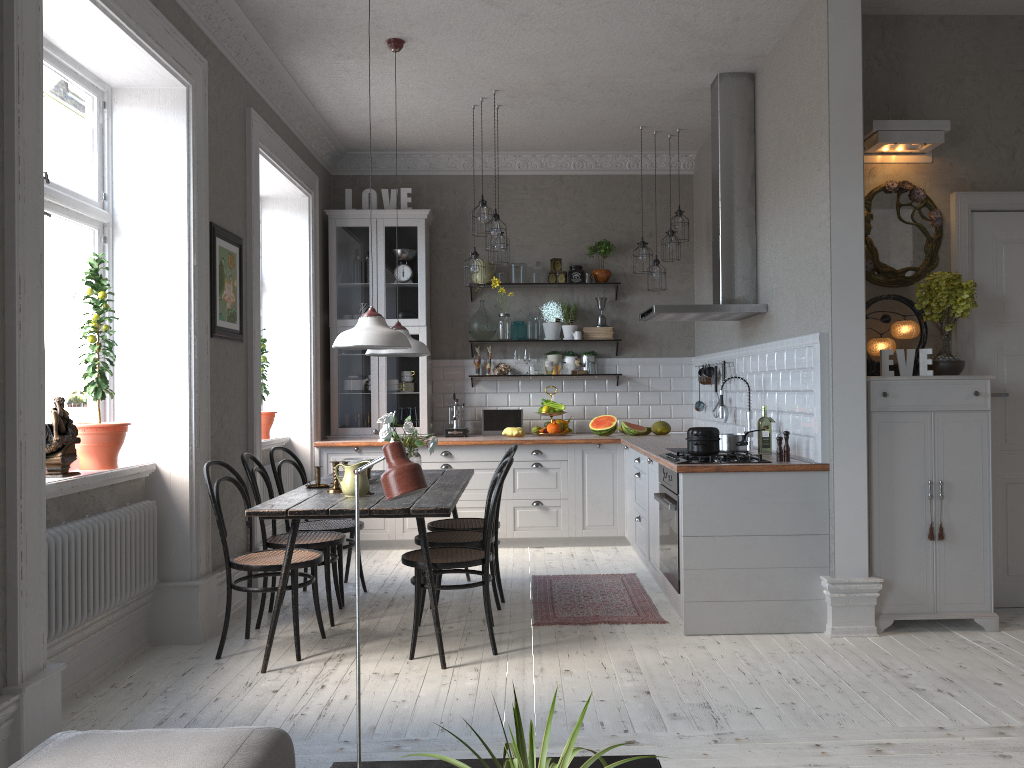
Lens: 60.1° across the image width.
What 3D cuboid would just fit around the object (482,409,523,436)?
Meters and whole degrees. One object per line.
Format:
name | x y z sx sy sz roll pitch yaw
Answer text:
object | -0.080 0.329 7.533 0.352 0.226 0.088 -1 0 -2

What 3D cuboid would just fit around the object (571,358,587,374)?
object | 0.588 -0.155 7.670 0.121 0.147 0.099 0 0 -33

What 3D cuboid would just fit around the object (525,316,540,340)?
object | 0.179 -0.478 7.646 0.123 0.206 0.127 -1 0 22

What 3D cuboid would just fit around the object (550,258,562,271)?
object | 0.382 -1.029 7.678 0.084 0.113 0.081 0 0 -21

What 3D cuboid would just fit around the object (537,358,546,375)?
object | 0.253 -0.150 7.657 0.080 0.139 0.077 0 0 -28

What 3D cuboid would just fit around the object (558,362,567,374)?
object | 0.437 -0.137 7.674 0.078 0.108 0.077 -1 0 -7

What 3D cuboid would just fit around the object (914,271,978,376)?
object | 2.293 -0.319 4.664 0.291 0.553 0.347 -1 0 34

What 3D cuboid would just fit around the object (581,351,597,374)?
object | 0.680 -0.188 7.769 0.159 0.213 0.152 -1 0 -3

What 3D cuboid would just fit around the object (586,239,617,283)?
object | 0.792 -1.063 7.702 0.257 0.397 0.245 -1 0 24

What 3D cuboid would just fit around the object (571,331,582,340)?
object | 0.566 -0.416 7.631 0.104 0.071 0.064 -1 0 29

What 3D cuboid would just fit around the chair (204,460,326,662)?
chair | -1.193 0.828 4.299 0.547 0.920 0.440 -1 0 7

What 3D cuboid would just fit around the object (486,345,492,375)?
object | -0.195 -0.204 7.689 0.052 0.264 0.063 -1 0 36

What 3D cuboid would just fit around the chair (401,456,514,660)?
chair | -0.261 0.819 4.311 0.551 0.920 0.436 -1 0 -3

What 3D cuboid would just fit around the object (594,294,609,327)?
object | 0.780 -0.634 7.727 0.132 0.287 0.129 0 0 -16

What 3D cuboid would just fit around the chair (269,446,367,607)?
chair | -1.166 0.836 5.341 0.545 0.920 0.441 -1 0 12

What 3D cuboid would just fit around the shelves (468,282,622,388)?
shelves | 0.286 -0.405 7.708 1.318 0.923 0.228 -1 0 -2

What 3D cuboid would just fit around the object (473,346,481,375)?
object | -0.301 -0.203 7.701 0.054 0.264 0.060 0 0 -29

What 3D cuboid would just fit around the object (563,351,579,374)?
object | 0.514 -0.187 7.756 0.170 0.214 0.150 -1 0 29

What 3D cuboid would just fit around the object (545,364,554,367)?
object | 0.321 -0.142 7.615 0.076 0.051 0.078 -1 0 18

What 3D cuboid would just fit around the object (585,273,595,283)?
object | 0.671 -0.912 7.646 0.093 0.096 0.074 -1 0 0

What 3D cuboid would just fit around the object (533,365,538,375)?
object | 0.224 -0.121 7.731 0.077 0.083 0.079 -1 0 17

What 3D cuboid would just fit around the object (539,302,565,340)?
object | 0.367 -0.555 7.742 0.242 0.354 0.237 -1 0 17

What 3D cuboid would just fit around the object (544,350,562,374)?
object | 0.358 -0.190 7.743 0.159 0.217 0.154 0 0 -21

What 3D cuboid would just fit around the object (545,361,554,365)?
object | 0.321 -0.167 7.616 0.078 0.051 0.076 0 0 -15

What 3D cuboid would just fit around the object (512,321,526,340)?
object | 0.057 -0.460 7.731 0.126 0.172 0.126 -1 0 3

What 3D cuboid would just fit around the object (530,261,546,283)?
object | 0.229 -0.967 7.786 0.143 0.220 0.137 0 -1 -41

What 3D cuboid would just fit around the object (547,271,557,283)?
object | 0.349 -0.917 7.688 0.083 0.113 0.083 -1 0 -1

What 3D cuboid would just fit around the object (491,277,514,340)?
object | -0.088 -0.645 7.585 0.193 0.540 0.279 -1 0 -8

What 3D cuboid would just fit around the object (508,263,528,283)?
object | 0.049 -0.949 7.686 0.168 0.184 0.175 -1 -1 39

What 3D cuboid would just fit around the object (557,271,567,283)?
object | 0.437 -0.918 7.687 0.082 0.113 0.083 -1 0 9

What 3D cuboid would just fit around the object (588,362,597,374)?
object | 0.697 -0.139 7.655 0.078 0.108 0.077 -1 0 -7

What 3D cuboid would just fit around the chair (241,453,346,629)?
chair | -1.190 0.832 4.854 0.551 0.920 0.436 -1 0 -3

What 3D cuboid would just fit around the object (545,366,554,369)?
object | 0.321 -0.124 7.615 0.078 0.051 0.077 -1 0 -8

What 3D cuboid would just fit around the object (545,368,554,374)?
object | 0.321 -0.107 7.615 0.078 0.051 0.077 -1 0 -8

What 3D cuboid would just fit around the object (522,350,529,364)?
object | 0.131 -0.187 7.710 0.083 0.217 0.081 0 0 -15

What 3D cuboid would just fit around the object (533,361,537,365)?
object | 0.223 -0.154 7.731 0.077 0.083 0.079 -1 0 17

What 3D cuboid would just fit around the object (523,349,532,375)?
object | 0.133 -0.188 7.620 0.083 0.217 0.081 0 0 -15

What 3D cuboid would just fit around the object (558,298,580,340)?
object | 0.499 -0.569 7.694 0.188 0.380 0.166 0 -1 -40

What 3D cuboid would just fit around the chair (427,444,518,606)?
chair | -0.234 0.826 5.329 0.551 0.920 0.436 -1 0 -3

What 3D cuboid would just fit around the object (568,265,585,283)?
object | 0.560 -0.949 7.741 0.142 0.174 0.142 -1 0 -1

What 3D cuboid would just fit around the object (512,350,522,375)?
object | 0.045 -0.186 7.712 0.083 0.217 0.081 0 0 -15

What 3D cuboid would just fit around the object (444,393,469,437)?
object | -0.471 0.260 7.435 0.206 0.370 0.353 -1 0 0

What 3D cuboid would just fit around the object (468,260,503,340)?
object | -0.263 -0.711 7.624 0.340 0.674 0.331 0 0 -32

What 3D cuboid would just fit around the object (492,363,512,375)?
object | -0.092 -0.130 7.667 0.179 0.111 0.095 0 0 -24

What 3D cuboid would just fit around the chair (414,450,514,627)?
chair | -0.259 0.823 4.845 0.547 0.920 0.440 -1 0 7

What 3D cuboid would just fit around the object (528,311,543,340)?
object | 0.204 -0.506 7.797 0.131 0.264 0.132 -1 0 5
